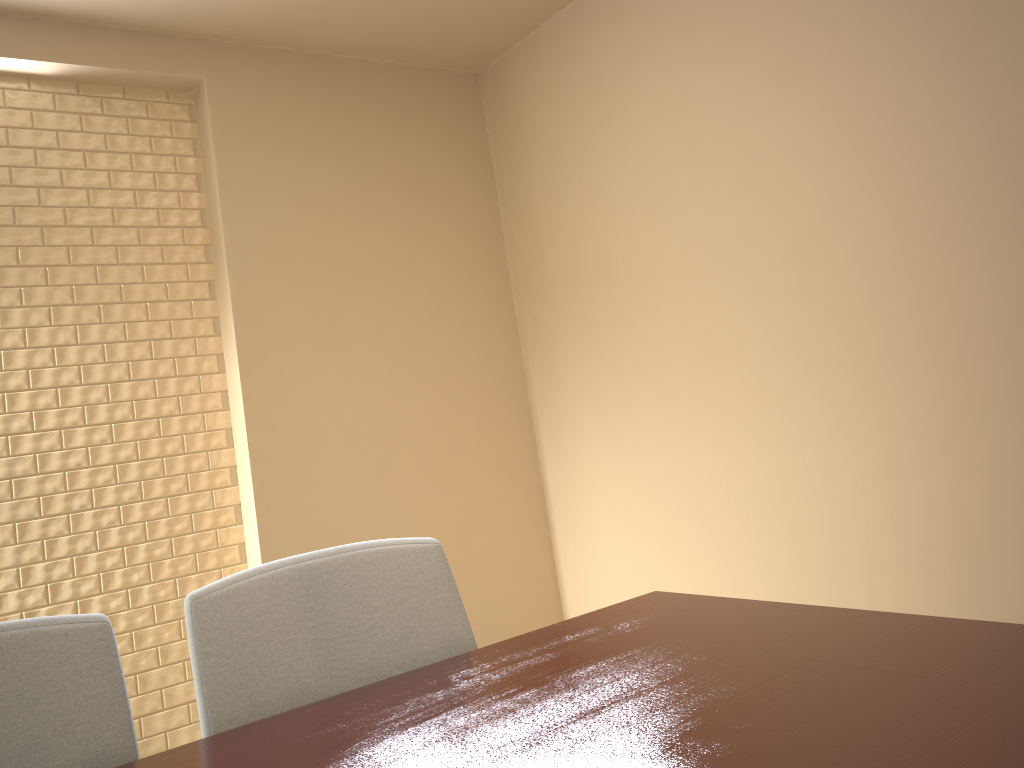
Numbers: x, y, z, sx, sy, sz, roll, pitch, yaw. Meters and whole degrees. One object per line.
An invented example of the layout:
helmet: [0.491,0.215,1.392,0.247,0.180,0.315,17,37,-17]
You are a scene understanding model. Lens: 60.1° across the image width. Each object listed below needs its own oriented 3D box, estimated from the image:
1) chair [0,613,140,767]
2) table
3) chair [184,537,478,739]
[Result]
chair: [-0.444,0.656,0.722,0.400,0.835,0.500,-4,-7,-35]
table: [-0.231,0.691,0.496,1.764,0.686,0.744,-6,-5,-35]
chair: [-0.074,0.612,0.988,0.400,0.835,0.500,-4,-7,-35]
